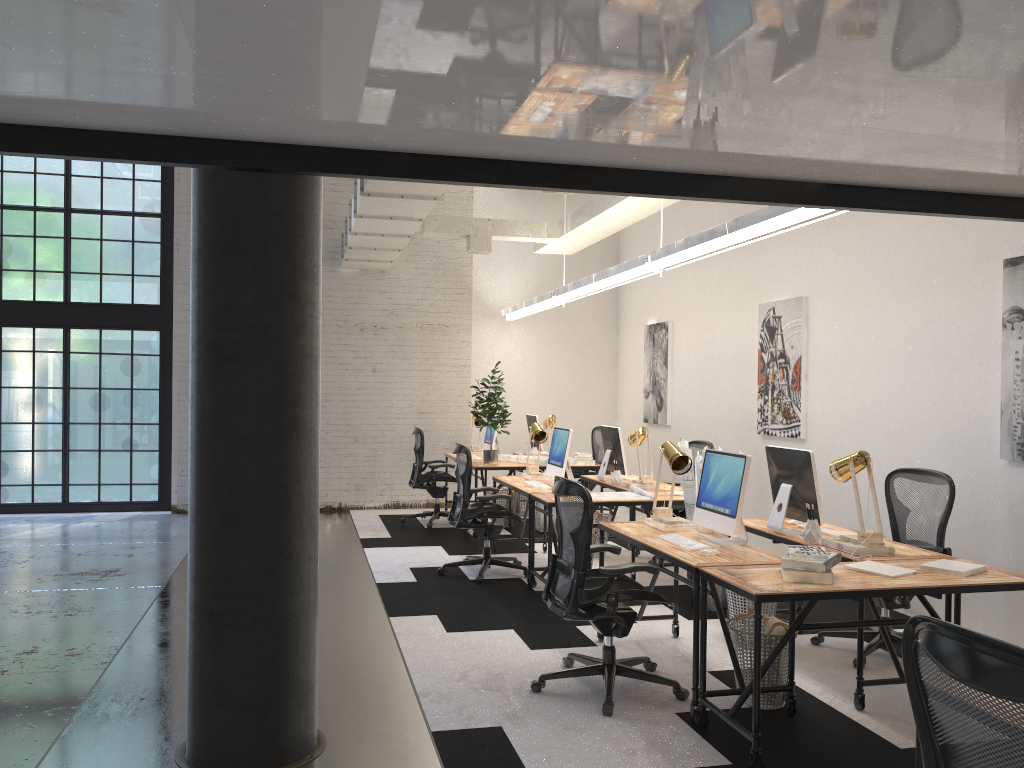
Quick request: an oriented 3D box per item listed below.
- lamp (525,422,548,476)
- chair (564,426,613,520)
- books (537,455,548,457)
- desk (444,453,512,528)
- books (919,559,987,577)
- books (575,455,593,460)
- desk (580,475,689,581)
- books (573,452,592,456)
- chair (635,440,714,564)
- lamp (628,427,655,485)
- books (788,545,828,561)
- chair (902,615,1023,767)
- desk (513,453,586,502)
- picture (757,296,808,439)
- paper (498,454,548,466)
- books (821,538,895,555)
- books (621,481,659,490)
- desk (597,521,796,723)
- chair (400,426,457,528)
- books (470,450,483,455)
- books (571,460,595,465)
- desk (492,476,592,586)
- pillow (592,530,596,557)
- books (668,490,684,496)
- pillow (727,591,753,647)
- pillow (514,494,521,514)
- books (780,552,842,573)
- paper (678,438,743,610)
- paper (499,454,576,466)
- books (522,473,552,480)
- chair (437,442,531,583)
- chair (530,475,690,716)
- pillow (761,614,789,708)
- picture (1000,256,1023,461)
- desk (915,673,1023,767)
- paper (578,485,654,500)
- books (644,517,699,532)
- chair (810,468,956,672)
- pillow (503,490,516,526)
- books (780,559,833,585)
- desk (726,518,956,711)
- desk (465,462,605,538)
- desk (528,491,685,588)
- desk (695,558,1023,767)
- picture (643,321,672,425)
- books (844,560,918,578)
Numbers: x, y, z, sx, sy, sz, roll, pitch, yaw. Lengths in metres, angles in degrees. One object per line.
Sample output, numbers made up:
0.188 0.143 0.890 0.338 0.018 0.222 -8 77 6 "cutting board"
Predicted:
0.220 0.582 7.957 0.127 0.470 0.344 1 0 -13 "lamp"
0.870 1.043 10.580 0.792 1.086 0.770 1 0 -29 "chair"
0.422 0.828 9.942 0.225 0.038 0.309 1 0 -13 "books"
-0.408 1.202 10.191 0.529 0.724 1.401 1 0 -13 "desk"
2.001 0.834 4.023 0.235 0.024 0.200 1 -1 -40 "books"
0.761 0.777 9.423 0.193 0.044 0.257 1 0 4 "books"
1.053 1.223 7.771 0.529 0.724 1.401 1 0 -13 "desk"
0.747 0.746 9.420 0.153 0.030 0.185 1 0 -15 "books"
1.505 1.053 7.974 0.792 1.086 0.770 1 0 -29 "chair"
1.075 0.588 7.389 0.127 0.470 0.344 1 0 -13 "lamp"
1.282 0.732 3.848 0.153 0.030 0.185 1 0 15 "books"
1.092 1.002 1.694 0.792 1.086 0.770 1 0 -29 "chair"
0.418 1.213 10.378 0.529 0.724 1.401 1 0 -13 "desk"
2.345 -0.135 7.726 0.049 1.183 0.731 1 0 -13 "picture"
0.050 0.798 9.452 0.083 0.082 1.134 1 0 -39 "paper"
1.761 0.826 4.525 0.225 0.038 0.309 1 0 -13 "books"
1.057 0.838 7.336 0.225 0.038 0.309 1 0 -13 "books"
0.931 1.200 4.774 0.529 0.724 1.401 1 0 -13 "desk"
-0.855 1.018 9.986 0.792 1.086 0.770 1 0 -29 "chair"
-0.403 0.823 10.621 0.225 0.038 0.309 1 0 -13 "books"
0.742 0.824 9.403 0.200 0.050 0.271 1 0 -16 "books"
0.227 1.212 7.585 0.529 0.724 1.401 1 0 -13 "desk"
0.603 1.373 7.195 0.119 0.406 0.239 1 0 -13 "pillow"
1.351 0.850 6.869 0.243 0.019 0.205 1 0 24 "books"
1.377 1.369 5.353 0.119 0.406 0.239 1 0 -13 "pillow"
0.038 1.371 10.770 0.119 0.406 0.239 1 0 -13 "pillow"
1.296 0.764 3.843 0.193 0.044 0.257 0 0 34 "books"
1.402 0.980 6.293 0.412 1.198 0.440 0 0 -35 "paper"
0.213 0.800 9.489 1.134 0.082 0.083 0 0 41 "paper"
0.232 0.833 8.015 0.225 0.038 0.309 1 0 -13 "books"
-0.220 1.028 7.379 0.792 1.086 0.770 1 0 -29 "chair"
0.484 1.016 4.569 0.792 1.086 0.770 1 0 -29 "chair"
1.307 1.361 4.385 0.119 0.406 0.239 1 0 -13 "pillow"
3.007 -0.148 4.903 0.049 1.183 0.731 1 0 -13 "picture"
1.540 1.186 1.899 0.529 0.724 1.401 1 0 -13 "desk"
0.747 0.827 6.732 0.626 0.061 0.568 1 0 -16 "paper"
0.936 0.821 5.204 0.225 0.038 0.309 1 0 -13 "books"
2.209 1.041 5.164 0.792 1.086 0.770 1 0 -29 "chair"
-0.032 1.363 9.801 0.119 0.406 0.239 1 0 -13 "pillow"
1.270 0.810 3.836 0.200 0.050 0.271 1 0 14 "books"
1.757 1.211 4.961 0.529 0.724 1.401 1 0 -13 "desk"
0.232 1.203 9.340 1.401 0.724 0.529 1 0 -13 "desk"
0.867 1.213 6.733 1.401 0.724 0.529 1 0 -13 "desk"
1.571 1.201 3.923 1.401 0.724 0.529 1 0 -13 "desk"
1.710 -0.122 10.437 0.049 1.183 0.731 1 0 -13 "picture"
1.655 0.832 3.986 0.205 0.019 0.243 1 -1 -36 "books"
